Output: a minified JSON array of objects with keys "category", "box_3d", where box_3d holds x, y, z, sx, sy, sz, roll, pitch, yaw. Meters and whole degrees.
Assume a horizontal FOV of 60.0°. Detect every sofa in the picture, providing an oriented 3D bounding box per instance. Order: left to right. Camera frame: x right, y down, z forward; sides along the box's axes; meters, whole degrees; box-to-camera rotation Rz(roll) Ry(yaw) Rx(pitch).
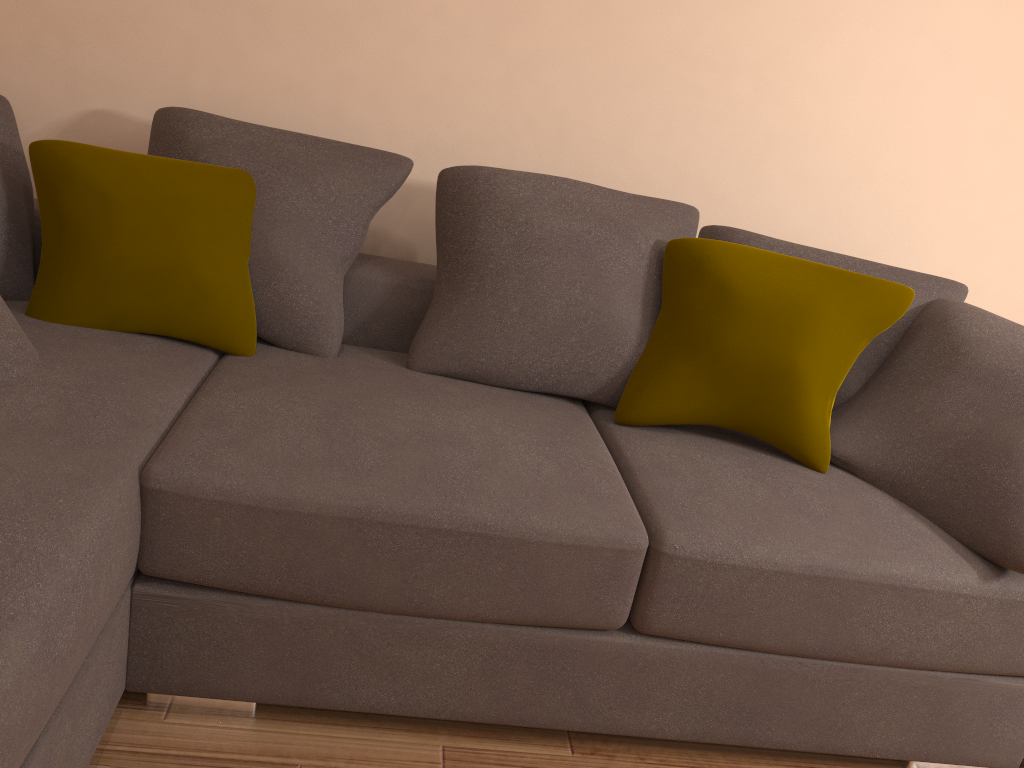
[{"category":"sofa","box_3d":[-0.246,0.295,2.041,3.565,0.776,1.906,8,19,-9]}]

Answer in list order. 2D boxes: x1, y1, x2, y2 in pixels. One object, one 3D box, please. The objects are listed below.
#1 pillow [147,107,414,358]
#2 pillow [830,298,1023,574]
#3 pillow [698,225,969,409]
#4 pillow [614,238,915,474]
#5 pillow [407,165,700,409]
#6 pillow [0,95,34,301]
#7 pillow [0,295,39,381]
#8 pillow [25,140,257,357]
[{"category":"pillow","box_3d":[-0.746,-0.441,2.540,0.787,0.576,0.431,13,19,6]},{"category":"pillow","box_3d":[1.155,0.093,2.179,0.560,0.470,0.749,-3,23,-36]},{"category":"pillow","box_3d":[0.811,-0.086,2.637,0.811,0.635,0.399,23,22,31]},{"category":"pillow","box_3d":[0.662,-0.085,2.348,0.658,0.492,0.382,16,19,14]},{"category":"pillow","box_3d":[0.131,-0.276,2.537,0.783,0.590,0.459,10,19,-4]},{"category":"pillow","box_3d":[-1.529,-0.496,2.177,0.483,0.578,0.806,22,21,29]},{"category":"pillow","box_3d":[-1.349,-0.145,1.699,0.645,0.415,0.792,22,21,29]},{"category":"pillow","box_3d":[-0.948,-0.341,2.313,0.631,0.486,0.335,6,19,-16]}]
